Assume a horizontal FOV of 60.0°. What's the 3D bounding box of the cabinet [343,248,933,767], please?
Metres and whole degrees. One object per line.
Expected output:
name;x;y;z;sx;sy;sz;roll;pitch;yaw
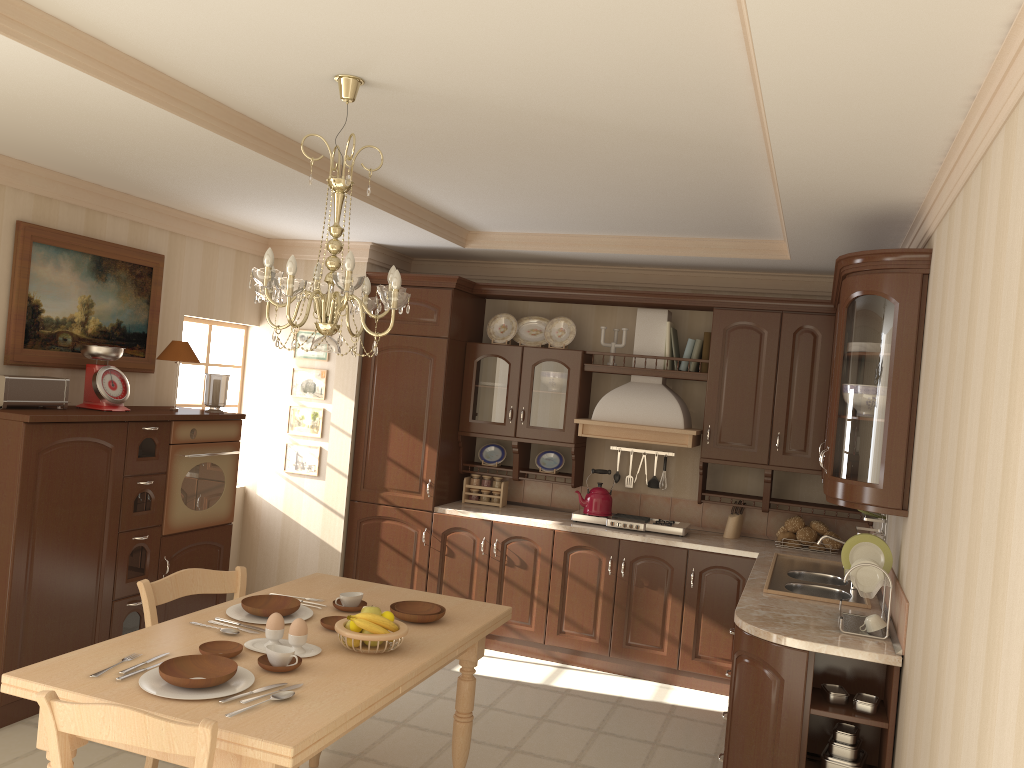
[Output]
cabinet;0.275;0.532;4.763;3.226;2.313;2.436;5;0;19

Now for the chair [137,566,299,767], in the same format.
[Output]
chair;-1.071;1.150;3.264;0.517;0.846;0.462;5;0;36

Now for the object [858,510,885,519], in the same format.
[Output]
object;1.745;0.625;4.341;0.167;0.051;0.174;5;0;19

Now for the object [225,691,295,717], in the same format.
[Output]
object;-0.649;0.827;2.295;0.047;0.011;0.219;5;0;35

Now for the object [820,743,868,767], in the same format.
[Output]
object;1.230;1.403;3.288;0.145;0.077;0.208;5;0;30

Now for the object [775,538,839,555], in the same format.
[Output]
object;1.763;0.958;5.304;0.364;0.060;0.199;5;0;19

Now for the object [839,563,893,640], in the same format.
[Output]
object;1.387;0.816;3.484;0.172;0.275;0.359;5;0;20

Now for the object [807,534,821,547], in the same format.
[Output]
object;1.805;0.939;5.321;0.114;0.094;0.098;5;0;-1

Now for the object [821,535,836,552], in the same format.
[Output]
object;1.888;0.945;5.283;0.091;0.100;0.125;5;0;14

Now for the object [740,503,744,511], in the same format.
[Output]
object;1.425;0.819;5.537;0.051;0.158;0.016;5;0;-18

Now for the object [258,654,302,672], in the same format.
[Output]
object;-0.677;0.816;2.584;0.126;0.026;0.127;5;0;10

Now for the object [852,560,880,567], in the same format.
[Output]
object;1.385;0.748;3.462;0.123;0.119;0.034;5;0;19

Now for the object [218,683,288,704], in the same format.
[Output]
object;-0.691;0.824;2.373;0.023;0.008;0.221;5;0;34

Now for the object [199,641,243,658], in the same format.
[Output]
object;-0.870;0.799;2.650;0.126;0.026;0.127;5;0;10

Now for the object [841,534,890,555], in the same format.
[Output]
object;1.438;0.705;3.595;0.193;0.188;0.047;5;0;20

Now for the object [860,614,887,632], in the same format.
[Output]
object;1.381;0.912;3.368;0.085;0.072;0.073;5;0;-17

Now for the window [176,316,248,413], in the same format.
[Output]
window;-2.016;0.134;5.756;0.050;1.100;0.765;5;0;19

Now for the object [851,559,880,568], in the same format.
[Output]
object;1.392;0.749;3.482;0.123;0.119;0.034;5;0;21

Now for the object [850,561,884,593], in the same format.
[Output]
object;1.378;0.747;3.442;0.123;0.119;0.034;5;0;19

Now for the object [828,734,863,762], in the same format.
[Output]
object;1.236;1.344;3.288;0.106;0.057;0.152;5;0;30

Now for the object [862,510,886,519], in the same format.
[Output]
object;1.746;0.622;4.341;0.167;0.051;0.174;5;0;19

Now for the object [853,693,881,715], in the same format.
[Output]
object;1.297;1.171;3.245;0.084;0.045;0.120;5;0;30

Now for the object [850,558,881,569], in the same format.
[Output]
object;1.400;0.749;3.502;0.123;0.119;0.034;5;0;19

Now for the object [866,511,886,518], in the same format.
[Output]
object;1.748;0.620;4.340;0.167;0.051;0.174;5;0;19

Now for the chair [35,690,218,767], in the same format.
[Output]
chair;-0.894;1.166;2.290;0.462;0.846;0.517;5;0;12

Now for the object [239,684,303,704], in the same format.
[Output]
object;-0.640;0.830;2.383;0.022;0.004;0.216;5;0;35

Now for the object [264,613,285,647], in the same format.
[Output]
object;-0.744;0.769;2.783;0.058;0.104;0.058;5;0;-2

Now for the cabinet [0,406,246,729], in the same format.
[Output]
cabinet;-2.082;0.807;4.550;0.538;1.349;1.513;5;0;19

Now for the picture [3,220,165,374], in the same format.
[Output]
picture;-2.196;-0.416;4.654;0.036;0.687;0.990;5;0;19

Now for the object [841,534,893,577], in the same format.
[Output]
object;1.432;0.704;3.578;0.193;0.188;0.047;5;0;20

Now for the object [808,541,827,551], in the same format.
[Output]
object;1.813;0.963;5.262;0.103;0.060;0.105;5;0;14

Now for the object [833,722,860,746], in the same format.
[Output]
object;1.240;1.298;3.288;0.084;0.045;0.120;5;0;30

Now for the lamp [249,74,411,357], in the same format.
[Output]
lamp;-0.564;-0.586;2.883;0.501;0.982;0.502;5;0;-11

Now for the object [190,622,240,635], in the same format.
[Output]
object;-0.975;0.798;2.901;0.219;0.011;0.047;5;0;28

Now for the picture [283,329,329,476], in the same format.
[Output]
picture;-1.374;0.122;5.935;0.268;0.964;0.010;5;0;19

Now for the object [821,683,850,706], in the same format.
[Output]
object;1.209;1.163;3.322;0.084;0.045;0.120;5;0;5

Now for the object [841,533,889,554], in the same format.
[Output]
object;1.444;0.705;3.613;0.193;0.188;0.047;5;0;20

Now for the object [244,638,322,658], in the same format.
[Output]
object;-0.714;0.822;2.762;0.245;0.005;0.157;5;0;16

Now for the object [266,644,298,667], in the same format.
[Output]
object;-0.669;0.800;2.580;0.119;0.055;0.063;5;0;33

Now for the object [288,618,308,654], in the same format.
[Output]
object;-0.662;0.777;2.746;0.058;0.104;0.058;5;0;-2
